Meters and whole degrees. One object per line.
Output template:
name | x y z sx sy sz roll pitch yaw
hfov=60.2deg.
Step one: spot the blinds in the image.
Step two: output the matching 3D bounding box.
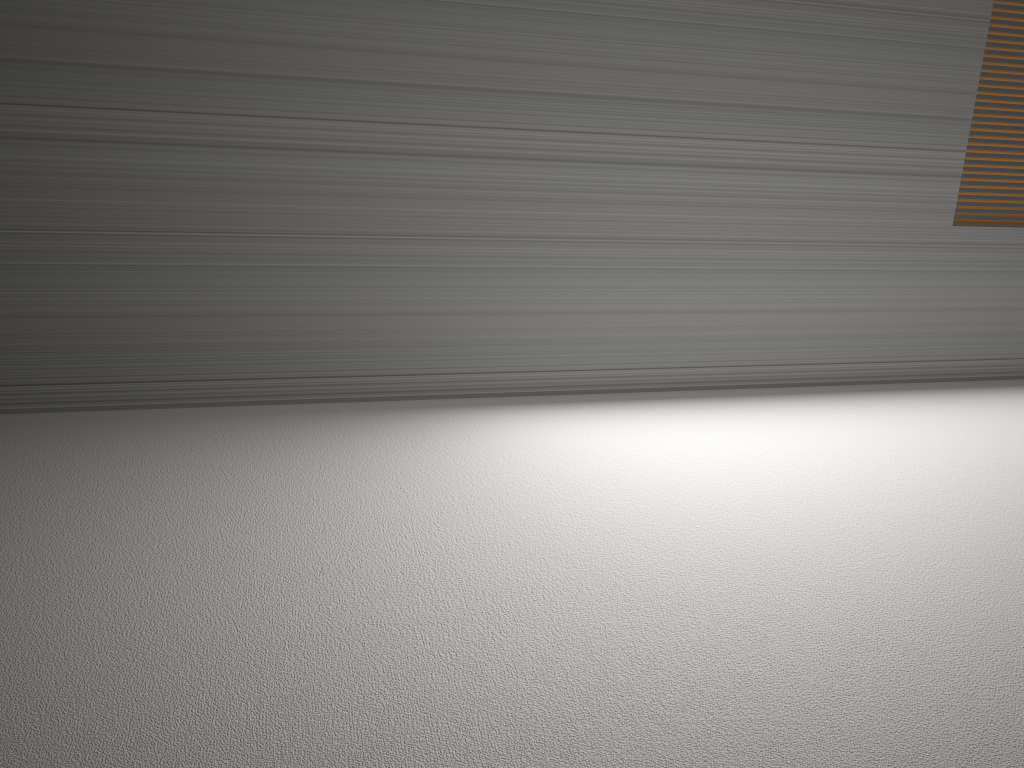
blinds | 3.045 -1.565 3.753 3.531 2.007 0.012 -1 15 -16
